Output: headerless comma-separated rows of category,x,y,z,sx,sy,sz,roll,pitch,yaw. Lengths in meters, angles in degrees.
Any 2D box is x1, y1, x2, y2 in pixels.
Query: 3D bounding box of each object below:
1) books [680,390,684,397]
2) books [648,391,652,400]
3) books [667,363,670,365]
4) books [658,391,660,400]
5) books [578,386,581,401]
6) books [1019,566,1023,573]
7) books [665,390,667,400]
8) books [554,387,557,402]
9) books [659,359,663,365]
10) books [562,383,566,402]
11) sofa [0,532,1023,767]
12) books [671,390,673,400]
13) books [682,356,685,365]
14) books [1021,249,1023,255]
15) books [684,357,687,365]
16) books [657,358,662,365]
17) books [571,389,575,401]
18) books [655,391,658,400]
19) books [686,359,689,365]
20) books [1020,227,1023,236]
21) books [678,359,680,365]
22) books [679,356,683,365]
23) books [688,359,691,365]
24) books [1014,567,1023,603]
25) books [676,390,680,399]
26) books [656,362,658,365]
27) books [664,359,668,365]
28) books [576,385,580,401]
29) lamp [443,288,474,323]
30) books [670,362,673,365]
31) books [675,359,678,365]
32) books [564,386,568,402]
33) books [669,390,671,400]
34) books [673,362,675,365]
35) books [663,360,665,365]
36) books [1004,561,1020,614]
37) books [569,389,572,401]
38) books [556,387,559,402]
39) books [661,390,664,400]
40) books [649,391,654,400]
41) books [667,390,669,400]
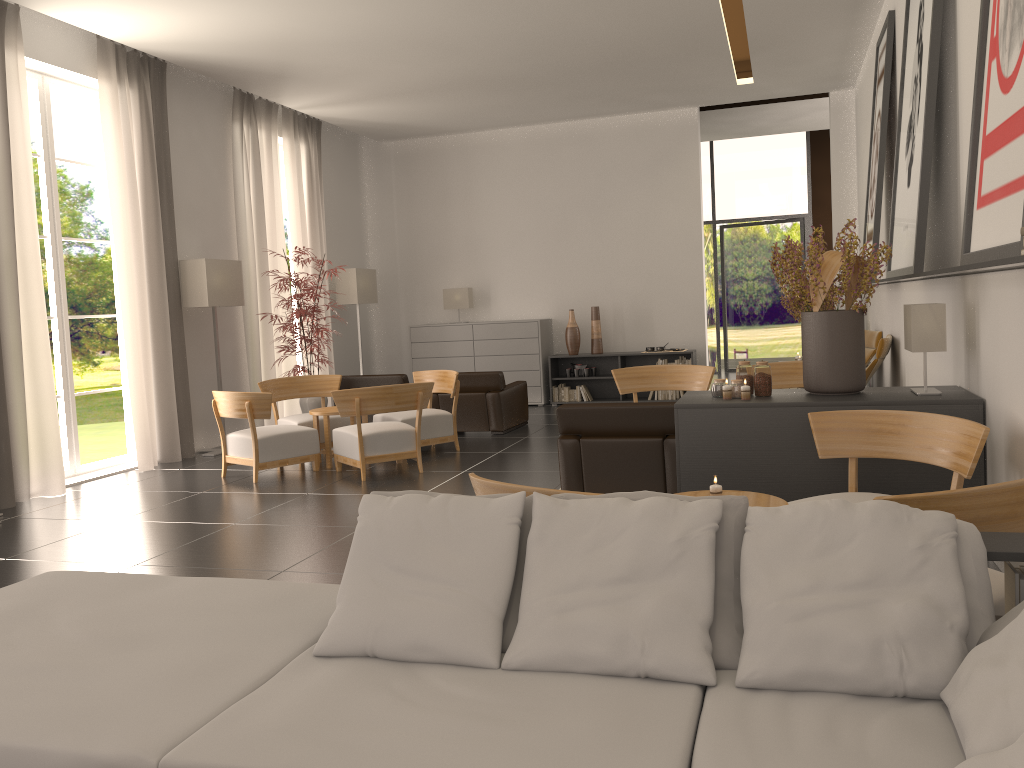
books,3.565,0.152,18.618,0.106,0.325,0.238,-2,4,17
books,2.968,0.150,18.795,0.154,0.360,0.250,-2,4,17
books,3.312,-0.324,18.662,0.054,0.249,0.167,-2,4,17
books,3.123,0.136,18.747,0.041,0.376,0.249,-2,4,17
books,1.473,0.206,19.222,0.019,0.324,0.254,-2,4,17
books,2.083,0.867,3.578,0.028,0.222,0.175,-2,4,17
books,3.266,0.117,18.711,0.031,0.405,0.231,-2,4,17
books,0.974,0.226,19.390,0.048,0.305,0.226,-2,4,17
books,3.119,-0.351,18.674,0.130,0.322,0.252,-2,4,17
books,1.140,0.183,19.333,0.039,0.383,0.233,-2,4,17
sofa,-0.868,1.419,1.727,5.524,1.203,5.613,-1,5,17
books,3.379,0.116,18.669,0.041,0.404,0.245,-2,4,17
books,3.598,-0.397,18.541,0.029,0.385,0.220,-2,4,17
books,2.505,-0.597,3.883,0.376,0.032,0.505,-1,5,17
books,3.634,-0.384,18.536,0.039,0.357,0.210,-2,4,17
books,3.085,-0.367,18.692,0.138,0.354,0.236,-2,4,17
books,1.344,0.243,19.310,0.054,0.249,0.167,-2,4,17
books,3.068,0.155,18.756,0.071,0.344,0.266,-2,4,17
books,3.669,-0.361,18.509,0.039,0.312,0.246,-2,4,17
books,2.495,-0.695,3.869,0.299,0.040,0.526,-2,5,7
books,3.506,-0.360,18.564,0.039,0.318,0.236,-2,4,17
books,3.544,-0.394,18.551,0.039,0.383,0.233,-2,4,17
books,3.715,-0.359,18.505,0.048,0.305,0.226,-2,4,17
books,2.050,0.871,3.581,0.034,0.217,0.161,-2,4,17
books,3.493,0.140,18.661,0.057,0.346,0.197,-2,4,17
books,3.028,-0.334,18.704,0.142,0.289,0.252,-2,4,17
books,3.253,-0.361,18.666,0.054,0.328,0.187,-2,4,17
books,1.446,0.202,19.265,0.054,0.328,0.187,-2,4,17
lamp,-1.231,-1.801,20.402,0.619,0.795,0.310,-2,4,17
books,3.366,-0.325,18.646,0.054,0.249,0.167,-2,4,17
books,3.459,-0.355,18.574,0.054,0.311,0.244,-2,4,17
books,1.180,0.215,19.322,0.039,0.318,0.236,-2,4,17
books,3.340,0.151,18.681,0.041,0.335,0.249,-2,4,17
books,3.418,-0.327,18.629,0.054,0.249,0.167,-2,4,17
books,3.207,-0.355,18.646,0.019,0.324,0.254,-2,4,17
books,2.028,0.859,3.597,0.015,0.240,0.180,-2,4,17
books,1.291,0.244,19.326,0.054,0.249,0.167,-2,4,17
books,1.014,0.223,19.368,0.039,0.312,0.246,-2,4,17
books,3.188,0.159,18.724,0.057,0.327,0.257,-2,4,17
books,2.995,0.144,18.785,0.156,0.371,0.252,-2,4,17
books,3.303,0.130,18.706,0.041,0.376,0.221,-2,4,17
